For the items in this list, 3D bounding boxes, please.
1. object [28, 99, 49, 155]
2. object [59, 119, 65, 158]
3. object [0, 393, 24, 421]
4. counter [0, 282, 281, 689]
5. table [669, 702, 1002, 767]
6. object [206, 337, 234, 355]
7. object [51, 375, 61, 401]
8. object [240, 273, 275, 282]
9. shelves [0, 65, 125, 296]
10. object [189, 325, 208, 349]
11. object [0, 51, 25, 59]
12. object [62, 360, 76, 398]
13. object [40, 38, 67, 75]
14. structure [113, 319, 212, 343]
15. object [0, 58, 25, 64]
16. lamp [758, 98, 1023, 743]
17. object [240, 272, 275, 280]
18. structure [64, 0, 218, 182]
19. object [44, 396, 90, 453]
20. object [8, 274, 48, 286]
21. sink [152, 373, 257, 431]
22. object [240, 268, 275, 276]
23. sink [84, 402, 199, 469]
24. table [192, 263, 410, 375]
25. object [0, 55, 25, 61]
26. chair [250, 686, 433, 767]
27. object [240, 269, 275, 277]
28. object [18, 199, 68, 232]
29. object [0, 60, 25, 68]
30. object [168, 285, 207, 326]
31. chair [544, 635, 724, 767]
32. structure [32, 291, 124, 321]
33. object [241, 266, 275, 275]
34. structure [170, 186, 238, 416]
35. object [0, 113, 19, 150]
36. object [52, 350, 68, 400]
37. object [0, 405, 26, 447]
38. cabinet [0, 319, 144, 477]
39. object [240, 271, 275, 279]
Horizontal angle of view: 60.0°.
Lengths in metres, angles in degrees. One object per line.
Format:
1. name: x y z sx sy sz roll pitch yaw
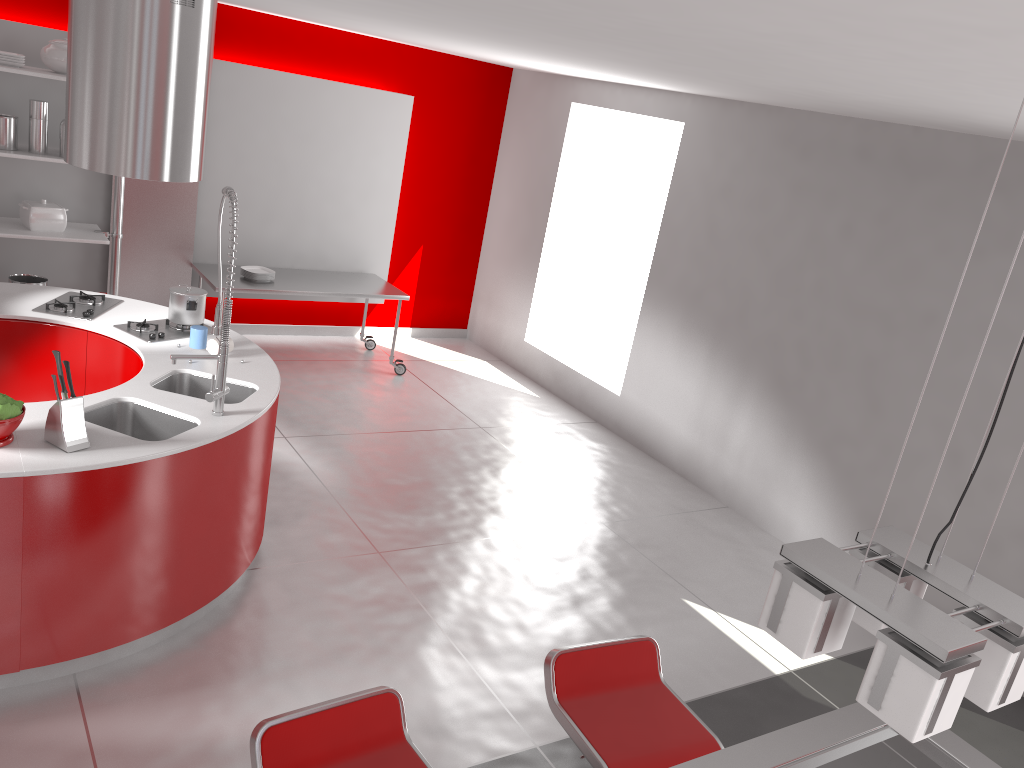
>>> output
1. object: -3.052 -1.655 5.715 0.109 0.329 0.110 -2 22 -36
2. object: -2.886 -1.614 5.782 0.115 0.274 0.115 -4 23 -40
3. object: -1.797 0.090 3.060 0.198 0.182 0.193 1 20 -29
4. counter: -2.067 0.396 3.779 1.868 0.880 2.865 11 17 -2
5. table: 0.462 1.462 1.810 1.700 1.000 0.800 -1 21 -34
6. object: -1.434 -0.191 4.329 0.109 0.080 0.100 19 19 23
7. object: -1.591 0.069 3.112 0.091 0.197 0.009 19 19 24
8. object: -1.951 -0.817 6.791 0.228 0.020 0.228 24 21 34
9. shelves: -3.418 -1.407 5.709 1.735 2.599 0.535 -1 21 -34
10. object: -1.552 -0.234 4.363 0.109 0.100 0.080 20 20 26
11. object: -3.173 -2.064 5.562 0.200 0.030 0.200 -1 21 -34
12. object: -1.564 0.062 3.158 0.130 0.279 0.012 19 19 24
13. object: -2.902 -2.127 5.760 0.287 0.222 0.287 14 18 8
14. structure: -1.777 -0.300 4.600 0.303 0.037 0.457 21 20 28
15. object: -3.179 -2.035 5.572 0.200 0.030 0.200 -1 21 -34
16. lamp: 0.709 -0.024 1.304 0.304 1.025 0.304 -1 21 -34
17. object: -1.949 -0.826 6.788 0.228 0.020 0.228 24 21 34
18. structure: -1.803 -1.522 4.312 0.644 0.958 0.644 18 19 20
19. object: -1.574 0.129 3.144 0.137 0.178 0.091 20 20 26
20. object: -3.315 -0.644 6.077 0.259 0.161 0.240 24 22 35
21. sink: -1.385 0.107 3.988 0.428 0.172 0.326 12 17 3
22. object: -1.943 -0.855 6.779 0.228 0.020 0.228 24 21 34
23. sink: -1.491 0.233 3.530 0.428 0.172 0.326 16 18 15
24. table: -1.694 -0.509 7.159 1.627 0.682 0.749 0 21 -33
25. object: -3.176 -2.049 5.567 0.200 0.030 0.200 -1 21 -34
26. chair: -0.406 1.254 2.164 0.418 0.857 0.460 -3 22 -38
27. object: -1.945 -0.845 6.782 0.228 0.020 0.228 24 21 34
28. object: -3.164 -1.148 5.987 0.282 0.197 0.235 -6 24 -43
29. object: -3.182 -2.020 5.576 0.200 0.030 0.200 -1 21 -34
30. object: -1.701 -0.418 4.647 0.218 0.185 0.189 16 18 16
31. chair: 0.292 1.244 2.625 0.418 0.857 0.460 1 20 -29
32. structure: -2.286 -0.431 4.696 0.303 0.037 0.457 9 18 -5
33. object: -1.941 -0.864 6.776 0.228 0.020 0.228 24 21 34
34. structure: -1.197 -0.323 3.558 0.178 0.920 0.308 14 18 7
35. object: -3.254 -1.610 5.655 0.184 0.205 0.172 1 20 -29
36. object: -1.583 0.049 3.134 0.150 0.322 0.014 19 19 24
37. object: -1.815 0.140 3.070 0.228 0.118 0.229 19 19 24
38. cabinet: -2.308 0.356 3.652 1.025 0.761 1.875 14 18 9
39. object: -1.947 -0.836 6.785 0.228 0.020 0.228 24 21 34
